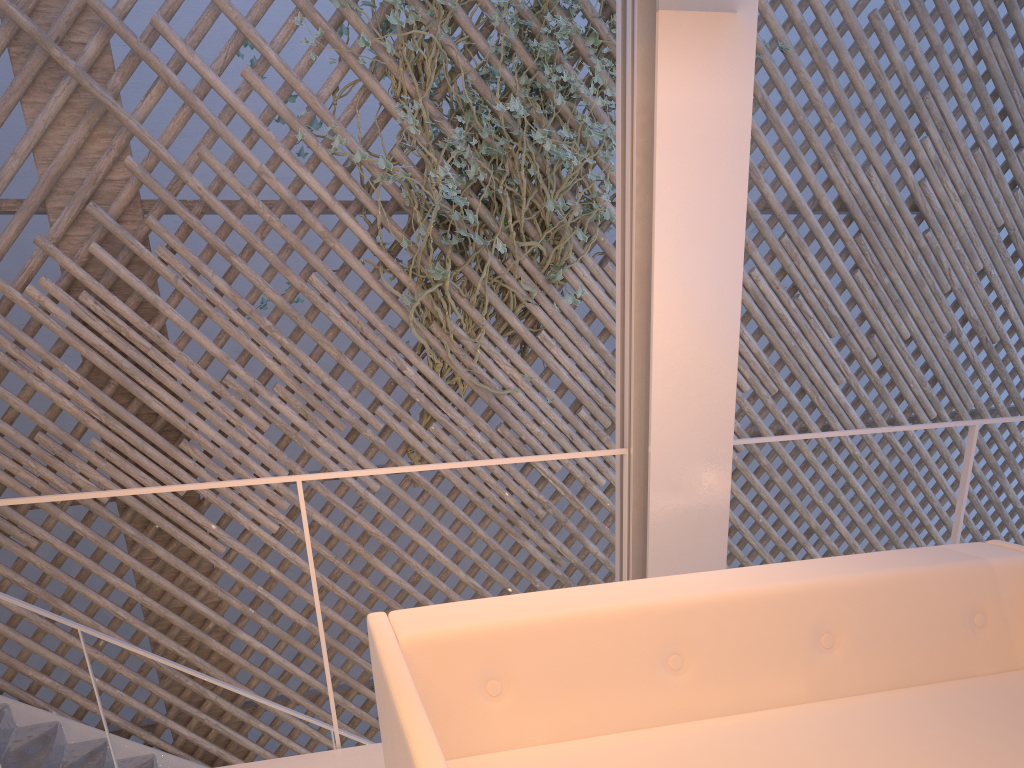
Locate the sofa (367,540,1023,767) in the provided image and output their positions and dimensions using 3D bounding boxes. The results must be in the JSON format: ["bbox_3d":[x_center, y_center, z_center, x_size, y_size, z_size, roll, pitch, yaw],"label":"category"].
[{"bbox_3d":[0.353,0.467,1.036,0.979,0.410,0.457,-4,11,-13],"label":"sofa"}]

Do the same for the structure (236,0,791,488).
[{"bbox_3d":[0.244,-1.088,2.572,2.326,2.998,0.665,-8,20,-19],"label":"structure"}]

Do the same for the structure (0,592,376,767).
[{"bbox_3d":[-0.877,1.172,2.305,1.938,2.162,1.071,-7,17,-18],"label":"structure"}]

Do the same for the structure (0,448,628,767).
[{"bbox_3d":[-0.605,0.458,1.380,1.693,0.625,0.024,-4,20,-12],"label":"structure"}]

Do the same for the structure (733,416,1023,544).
[{"bbox_3d":[1.189,0.346,1.762,1.691,0.625,0.024,-4,20,-12],"label":"structure"}]
